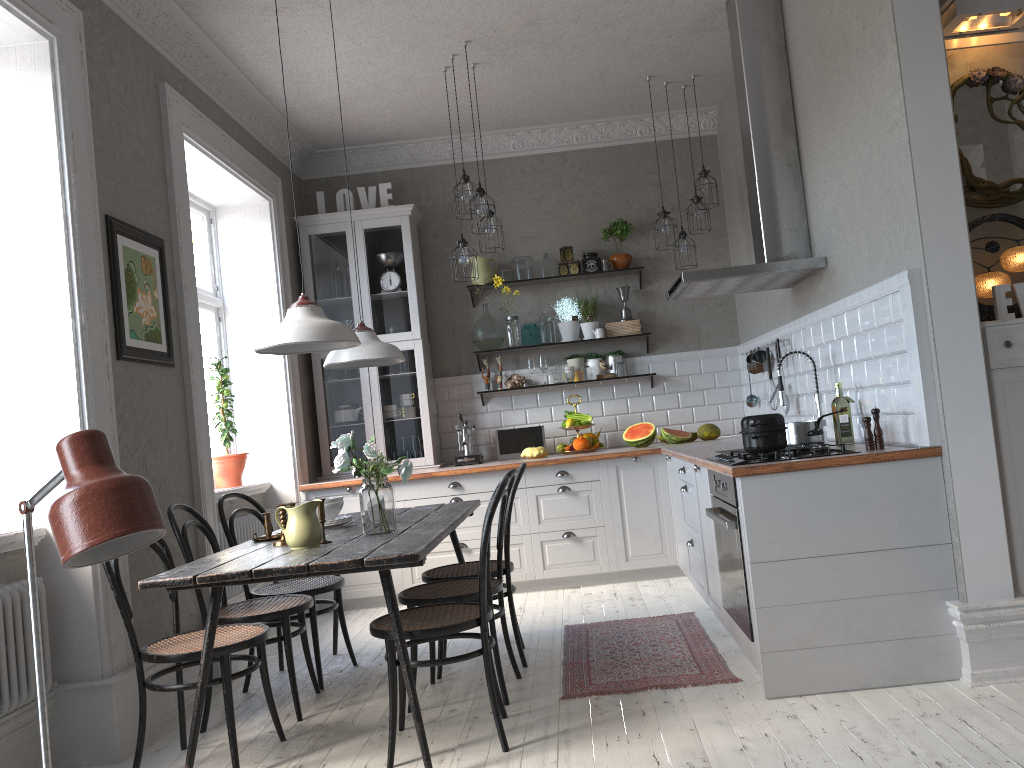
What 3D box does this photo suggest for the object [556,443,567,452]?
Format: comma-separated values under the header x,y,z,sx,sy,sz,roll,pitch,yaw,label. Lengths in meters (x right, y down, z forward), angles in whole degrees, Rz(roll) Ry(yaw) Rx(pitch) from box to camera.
x,y,z,sx,sy,sz,roll,pitch,yaw,label
0.375,0.461,6.388,0.075,0.072,0.154,-8,-3,32,object

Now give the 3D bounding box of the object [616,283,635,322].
x,y,z,sx,sy,sz,roll,pitch,yaw,label
0.841,-0.604,6.601,0.132,0.287,0.129,-5,-3,-13,object

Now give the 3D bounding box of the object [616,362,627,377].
x,y,z,sx,sy,sz,roll,pitch,yaw,label
0.801,-0.107,6.515,0.078,0.108,0.077,-6,-3,-4,object

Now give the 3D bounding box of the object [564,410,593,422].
x,y,z,sx,sy,sz,roll,pitch,yaw,label
0.475,0.229,6.350,0.209,0.101,0.067,-6,-3,8,object

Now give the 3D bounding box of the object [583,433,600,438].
x,y,z,sx,sy,sz,roll,pitch,yaw,label
0.576,0.377,6.391,0.127,0.056,0.059,-6,-3,-6,object

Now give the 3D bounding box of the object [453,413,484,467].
x,y,z,sx,sy,sz,roll,pitch,yaw,label
-0.332,0.396,6.337,0.205,0.370,0.354,-6,-3,3,object

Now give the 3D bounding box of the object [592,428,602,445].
x,y,z,sx,sy,sz,roll,pitch,yaw,label
0.604,0.380,6.382,0.060,0.120,0.127,-7,-3,26,object

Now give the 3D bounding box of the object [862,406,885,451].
x,y,z,sx,sy,sz,roll,pitch,yaw,label
1.396,0.171,3.428,0.073,0.166,0.036,-6,-3,1,object

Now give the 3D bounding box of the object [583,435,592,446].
x,y,z,sx,sy,sz,roll,pitch,yaw,label
0.529,0.406,6.318,0.087,0.078,0.089,-7,-3,29,object

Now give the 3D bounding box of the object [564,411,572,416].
x,y,z,sx,sy,sz,roll,pitch,yaw,label
0.407,0.215,6.357,0.074,0.058,0.050,-5,-3,-21,object

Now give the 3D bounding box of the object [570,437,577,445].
x,y,z,sx,sy,sz,roll,pitch,yaw,label
0.474,0.419,6.441,0.077,0.076,0.157,-7,-3,29,object

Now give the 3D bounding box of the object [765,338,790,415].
x,y,z,sx,sy,sz,roll,pitch,yaw,label
1.534,-0.036,5.176,0.081,0.443,0.329,-6,-3,4,object

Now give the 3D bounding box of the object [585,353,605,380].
x,y,z,sx,sy,sz,roll,pitch,yaw,label
0.620,-0.133,6.626,0.170,0.214,0.150,-8,-3,32,object

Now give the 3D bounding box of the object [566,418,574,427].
x,y,z,sx,sy,sz,roll,pitch,yaw,label
0.414,0.277,6.306,0.058,0.069,0.080,-7,-3,22,object

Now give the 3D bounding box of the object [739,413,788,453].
x,y,z,sx,sy,sz,roll,pitch,yaw,label
1.001,0.195,3.519,0.193,0.147,0.190,-5,-3,-18,object

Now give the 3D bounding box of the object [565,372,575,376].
x,y,z,sx,sy,sz,roll,pitch,yaw,label
0.427,-0.057,6.493,0.077,0.051,0.077,-6,-3,-5,object

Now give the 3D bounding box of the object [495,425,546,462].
x,y,z,sx,sy,sz,roll,pitch,yaw,label
0.067,0.430,6.413,0.351,0.226,0.088,-6,-3,1,object

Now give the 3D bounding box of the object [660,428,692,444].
x,y,z,sx,sy,sz,roll,pitch,yaw,label
1.147,0.354,6.135,0.227,0.127,0.147,-5,-3,-15,object

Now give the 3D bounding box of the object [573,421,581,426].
x,y,z,sx,sy,sz,roll,pitch,yaw,label
0.458,0.295,6.319,0.063,0.061,0.066,-6,-3,2,object

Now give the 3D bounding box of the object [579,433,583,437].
x,y,z,sx,sy,sz,roll,pitch,yaw,label
0.503,0.404,6.433,0.085,0.093,0.086,-6,-3,-2,object

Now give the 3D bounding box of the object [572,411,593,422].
x,y,z,sx,sy,sz,roll,pitch,yaw,label
0.508,0.239,6.417,0.178,0.096,0.089,-7,-3,22,object

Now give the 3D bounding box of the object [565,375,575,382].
x,y,z,sx,sy,sz,roll,pitch,yaw,label
0.429,-0.040,6.492,0.077,0.051,0.077,-6,-3,-5,object

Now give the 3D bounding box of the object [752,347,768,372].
x,y,z,sx,sy,sz,roll,pitch,yaw,label
1.567,-0.155,5.550,0.107,0.161,0.138,-7,-3,19,object

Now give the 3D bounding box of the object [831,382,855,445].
x,y,z,sx,sy,sz,roll,pitch,yaw,label
1.488,0.132,3.960,0.089,0.282,0.082,-6,-3,2,object

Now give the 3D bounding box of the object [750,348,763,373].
x,y,z,sx,sy,sz,roll,pitch,yaw,label
1.584,-0.151,5.677,0.108,0.161,0.137,-6,-3,5,object

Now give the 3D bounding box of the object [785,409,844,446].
x,y,z,sx,sy,sz,roll,pitch,yaw,label
1.284,0.184,3.742,0.297,0.134,0.178,-8,-3,37,object

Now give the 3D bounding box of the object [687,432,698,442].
x,y,z,sx,sy,sz,roll,pitch,yaw,label
1.259,0.378,6.306,0.204,0.073,0.118,-4,-3,-35,object

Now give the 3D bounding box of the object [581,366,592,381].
x,y,z,sx,sy,sz,roll,pitch,yaw,label
0.544,-0.078,6.546,0.078,0.108,0.077,-6,-3,-4,object

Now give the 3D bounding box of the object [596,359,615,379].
x,y,z,sx,sy,sz,roll,pitch,yaw,label
0.692,-0.111,6.536,0.120,0.147,0.099,-4,-3,-30,object

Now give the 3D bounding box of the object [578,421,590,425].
x,y,z,sx,sy,sz,roll,pitch,yaw,label
0.516,0.293,6.352,0.077,0.062,0.099,-5,-3,-25,object

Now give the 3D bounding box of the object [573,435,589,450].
x,y,z,sx,sy,sz,roll,pitch,yaw,label
0.486,0.418,6.243,0.115,0.110,0.109,-4,-3,-30,object

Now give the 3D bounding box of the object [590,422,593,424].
x,y,z,sx,sy,sz,roll,pitch,yaw,label
0.558,0.287,6.381,0.052,0.050,0.049,-7,-3,11,object

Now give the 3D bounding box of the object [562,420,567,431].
x,y,z,sx,sy,sz,roll,pitch,yaw,label
0.406,0.297,6.380,0.096,0.078,0.100,-5,-3,-11,object

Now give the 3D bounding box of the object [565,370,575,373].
x,y,z,sx,sy,sz,roll,pitch,yaw,label
0.425,-0.074,6.493,0.076,0.051,0.078,-7,-3,21,object

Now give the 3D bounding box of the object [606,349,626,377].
x,y,z,sx,sy,sz,roll,pitch,yaw,label
0.785,-0.149,6.631,0.159,0.213,0.153,-6,-3,0,object

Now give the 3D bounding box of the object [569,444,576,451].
x,y,z,sx,sy,sz,roll,pitch,yaw,label
0.429,0.466,6.366,0.070,0.076,0.226,-5,-3,-15,object

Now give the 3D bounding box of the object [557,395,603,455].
x,y,z,sx,sy,sz,roll,pitch,yaw,label
0.468,0.288,6.374,0.355,0.425,0.348,-5,-3,-13,object

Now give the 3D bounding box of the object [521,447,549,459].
x,y,z,sx,sy,sz,roll,pitch,yaw,label
0.158,0.481,6.206,0.196,0.083,0.189,-6,-3,3,object

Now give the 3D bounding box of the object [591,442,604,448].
x,y,z,sx,sy,sz,roll,pitch,yaw,label
0.573,0.444,6.430,0.212,0.044,0.055,-8,-4,40,object

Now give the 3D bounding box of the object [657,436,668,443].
x,y,z,sx,sy,sz,roll,pitch,yaw,label
1.147,0.397,6.404,0.198,0.067,0.103,-6,-3,8,object

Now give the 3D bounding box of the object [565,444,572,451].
x,y,z,sx,sy,sz,roll,pitch,yaw,label
0.412,0.458,6.351,0.084,0.057,0.090,-8,-3,34,object

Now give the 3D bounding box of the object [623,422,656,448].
x,y,z,sx,sy,sz,roll,pitch,yaw,label
0.891,0.360,6.191,0.232,0.174,0.221,-7,-3,24,object

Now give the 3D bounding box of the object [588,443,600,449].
x,y,z,sx,sy,sz,roll,pitch,yaw,label
0.583,0.446,6.307,0.069,0.051,0.088,-4,-4,-40,object

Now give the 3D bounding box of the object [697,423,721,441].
x,y,z,sx,sy,sz,roll,pitch,yaw,label
1.389,0.338,6.255,0.208,0.119,0.129,-4,-3,-35,object
